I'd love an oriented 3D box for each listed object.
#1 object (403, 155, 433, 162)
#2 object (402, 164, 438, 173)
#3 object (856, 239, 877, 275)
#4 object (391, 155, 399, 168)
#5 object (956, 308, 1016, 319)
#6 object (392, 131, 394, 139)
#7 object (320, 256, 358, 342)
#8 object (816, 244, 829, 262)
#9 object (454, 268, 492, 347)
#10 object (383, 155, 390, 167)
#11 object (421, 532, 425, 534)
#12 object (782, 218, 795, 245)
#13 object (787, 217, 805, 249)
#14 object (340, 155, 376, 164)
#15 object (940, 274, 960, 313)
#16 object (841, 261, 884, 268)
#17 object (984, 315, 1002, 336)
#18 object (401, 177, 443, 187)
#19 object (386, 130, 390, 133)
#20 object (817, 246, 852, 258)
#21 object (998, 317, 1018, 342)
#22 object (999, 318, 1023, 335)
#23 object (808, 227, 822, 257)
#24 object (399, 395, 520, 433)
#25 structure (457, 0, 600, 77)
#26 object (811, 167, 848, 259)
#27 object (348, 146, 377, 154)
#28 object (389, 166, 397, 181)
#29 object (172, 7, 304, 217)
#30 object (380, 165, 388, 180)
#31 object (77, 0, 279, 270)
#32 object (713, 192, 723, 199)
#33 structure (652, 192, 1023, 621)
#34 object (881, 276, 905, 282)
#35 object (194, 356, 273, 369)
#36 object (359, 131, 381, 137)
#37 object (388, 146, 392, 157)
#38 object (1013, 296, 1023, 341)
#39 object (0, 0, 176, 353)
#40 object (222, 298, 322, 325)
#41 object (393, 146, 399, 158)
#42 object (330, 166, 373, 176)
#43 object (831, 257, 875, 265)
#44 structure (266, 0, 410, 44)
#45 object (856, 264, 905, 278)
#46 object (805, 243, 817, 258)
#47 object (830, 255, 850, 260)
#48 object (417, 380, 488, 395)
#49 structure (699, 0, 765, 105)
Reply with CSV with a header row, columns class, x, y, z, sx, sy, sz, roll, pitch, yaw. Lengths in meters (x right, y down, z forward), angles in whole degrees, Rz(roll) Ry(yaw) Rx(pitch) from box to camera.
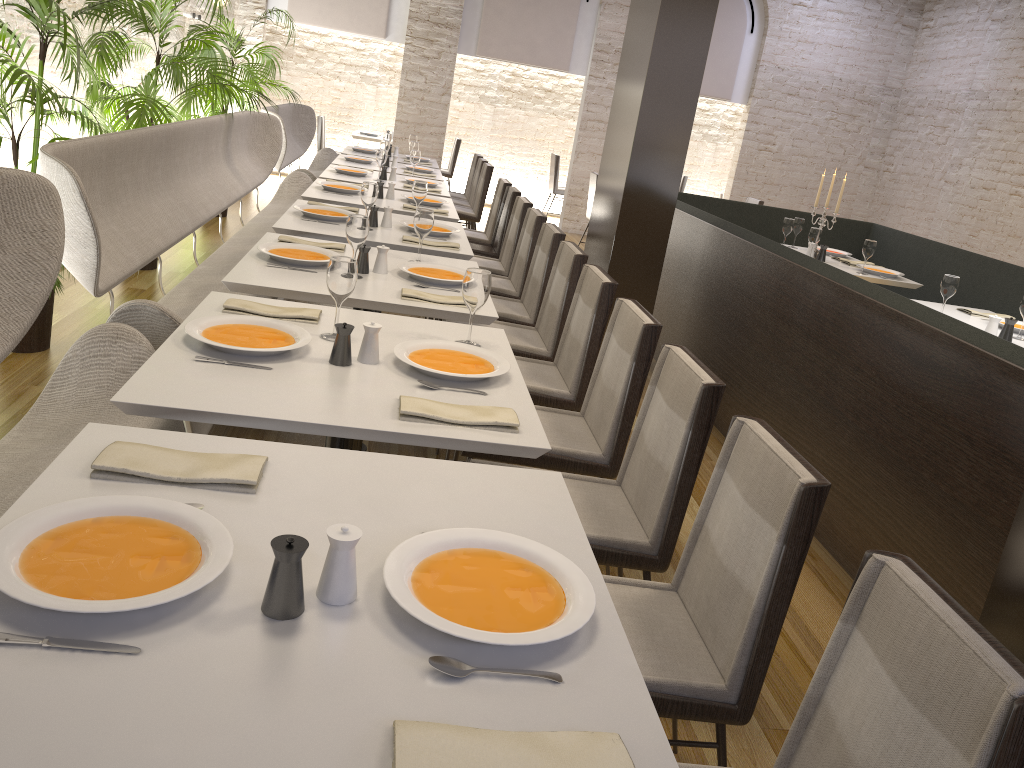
class,x,y,z,sx,sy,sz,roll,pitch,yaw
object,-0.950,-2.270,8.942,0.323,0.036,0.323,19,20,27
object,-0.819,-1.902,7.856,0.323,0.036,0.323,19,20,27
object,2.382,-0.851,5.951,0.086,0.228,0.087,17,17,25
object,-1.029,-1.959,7.792,0.060,0.108,0.060,17,18,25
object,2.691,-0.395,5.034,0.272,0.032,0.144,7,18,-9
object,-1.554,-3.261,11.602,0.059,0.108,0.060,8,16,-7
object,-0.485,-0.239,2.486,0.087,0.228,0.086,20,18,31
object,2.205,-0.931,6.293,0.069,0.125,0.069,20,19,31
object,-0.116,-0.226,2.645,0.087,0.228,0.086,20,18,31
object,-1.093,-1.952,7.738,0.060,0.108,0.060,17,18,25
object,-0.061,0.261,1.503,0.185,0.010,0.017,7,17,-9
object,2.046,-1.121,6.618,0.086,0.228,0.087,17,17,25
object,2.189,-1.162,6.822,0.086,0.228,0.087,-3,20,-38
object,-1.346,-1.966,7.775,0.323,0.036,0.323,19,20,27
object,2.282,-0.457,4.658,0.086,0.228,0.087,10,16,2
object,2.529,-0.852,6.383,0.272,0.032,0.144,7,18,-9
object,2.330,-0.274,4.298,0.068,0.125,0.069,5,16,-15
object,-0.693,-1.546,6.806,0.323,0.036,0.323,19,20,27
object,-1.618,-3.255,11.547,0.059,0.108,0.060,8,16,-7
object,2.450,-1.013,6.823,0.324,0.036,0.322,23,22,37
object,2.411,-0.264,4.308,0.068,0.125,0.069,5,16,-15
object,2.706,-0.291,4.693,0.321,0.036,0.325,6,18,-13
object,2.098,-0.974,6.185,0.086,0.228,0.087,17,17,25
object,-0.126,0.066,2.070,0.272,0.032,0.144,7,18,-9
structure,0.263,-4.703,10.662,1.632,1.657,0.099,7,16,-9
object,2.241,-1.227,6.348,0.131,0.650,0.394,10,16,1
object,-1.477,-2.334,8.861,0.323,0.036,0.323,19,20,27
object,-0.903,-1.602,6.742,0.060,0.108,0.060,17,18,25
object,-2.599,-2.520,8.179,1.144,1.954,1.201,1,18,-28
object,-0.966,-1.596,6.687,0.060,0.108,0.060,17,18,25
object,-2.333,-1.727,5.831,1.195,1.954,1.150,19,18,30
object,1.905,-1.671,8.268,0.087,0.228,0.086,16,17,20
structure,2.603,0.661,2.554,2.370,0.990,10.874,7,18,-9
object,2.551,-0.707,5.941,0.181,0.015,0.039,7,17,-8
object,-0.677,-0.052,2.157,0.185,0.010,0.017,7,17,-9
object,-1.871,-3.269,11.585,0.323,0.036,0.323,18,19,24
object,-1.223,-2.320,8.824,0.060,0.108,0.060,17,18,25
object,2.566,-0.334,4.424,0.086,0.228,0.087,10,16,2
object,-2.100,-1.078,3.916,1.149,1.954,1.196,16,17,20
object,-0.714,-0.222,2.660,0.272,0.032,0.144,7,18,-9
object,-1.159,-2.327,8.878,0.060,0.108,0.060,17,18,25
object,-1.220,-1.610,6.724,0.323,0.036,0.323,19,20,27
object,2.511,-0.902,6.530,0.272,0.032,0.144,7,18,-9
structure,-1.953,-4.971,10.311,1.632,1.657,0.099,7,16,-9
object,2.535,-0.772,6.112,0.321,0.036,0.325,-2,21,-32
object,2.123,-0.948,6.303,0.069,0.125,0.069,20,19,31
object,2.466,-0.948,6.653,0.181,0.015,0.039,7,17,-8
object,-0.150,0.010,2.238,0.181,0.015,0.039,7,17,-8
structure,2.340,-4.452,10.990,1.632,1.657,0.099,7,16,-9
